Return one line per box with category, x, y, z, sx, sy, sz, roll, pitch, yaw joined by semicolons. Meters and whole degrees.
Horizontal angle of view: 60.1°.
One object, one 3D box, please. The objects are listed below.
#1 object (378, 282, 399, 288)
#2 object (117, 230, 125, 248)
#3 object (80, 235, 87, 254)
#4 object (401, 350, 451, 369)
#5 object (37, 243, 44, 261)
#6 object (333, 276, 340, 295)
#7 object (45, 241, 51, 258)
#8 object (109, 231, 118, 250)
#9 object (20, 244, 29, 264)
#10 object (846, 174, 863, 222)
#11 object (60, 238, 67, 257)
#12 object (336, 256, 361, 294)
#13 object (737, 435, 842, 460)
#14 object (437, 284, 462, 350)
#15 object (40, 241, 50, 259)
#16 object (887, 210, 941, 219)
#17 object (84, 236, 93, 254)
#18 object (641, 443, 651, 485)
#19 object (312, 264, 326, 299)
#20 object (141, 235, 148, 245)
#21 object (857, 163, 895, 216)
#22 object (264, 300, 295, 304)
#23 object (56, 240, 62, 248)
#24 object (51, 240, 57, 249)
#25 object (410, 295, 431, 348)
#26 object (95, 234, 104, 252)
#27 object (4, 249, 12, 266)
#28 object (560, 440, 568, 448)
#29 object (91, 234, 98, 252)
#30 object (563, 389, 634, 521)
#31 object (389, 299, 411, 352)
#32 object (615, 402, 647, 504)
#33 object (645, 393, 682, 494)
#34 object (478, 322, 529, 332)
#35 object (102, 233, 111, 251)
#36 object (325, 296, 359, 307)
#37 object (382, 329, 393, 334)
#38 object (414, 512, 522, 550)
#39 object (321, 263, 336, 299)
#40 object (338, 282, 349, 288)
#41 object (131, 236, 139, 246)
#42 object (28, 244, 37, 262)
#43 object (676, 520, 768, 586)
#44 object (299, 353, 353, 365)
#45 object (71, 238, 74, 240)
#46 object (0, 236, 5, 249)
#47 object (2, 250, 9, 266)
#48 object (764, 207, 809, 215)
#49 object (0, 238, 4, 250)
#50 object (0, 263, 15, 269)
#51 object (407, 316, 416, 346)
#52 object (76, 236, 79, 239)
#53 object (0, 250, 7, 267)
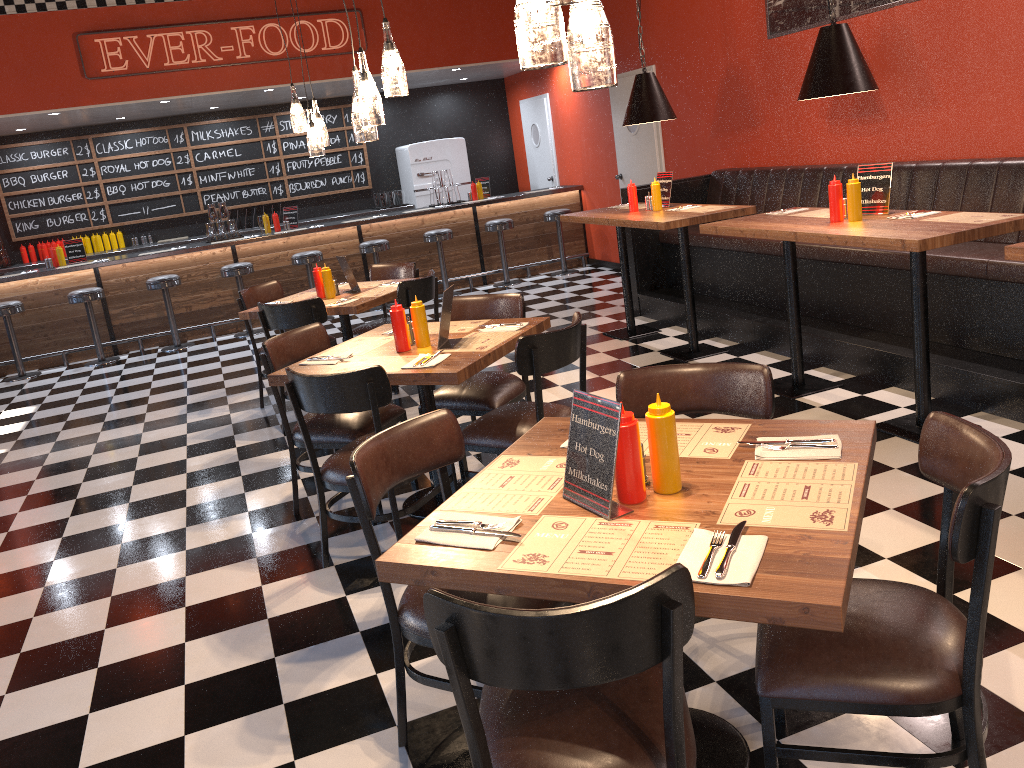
object;-0.833;-0.695;6.164;0.255;0.019;0.159;-2;16;21
object;-5.009;-1.858;11.336;0.068;0.235;0.068;-12;13;-15
object;-5.431;-1.763;11.206;0.068;0.235;0.068;-12;13;-15
object;-0.355;-0.108;3.747;0.157;0.019;0.258;-3;16;19
object;-5.881;-1.662;11.066;0.068;0.235;0.068;-12;13;-15
object;-1.220;-0.676;6.070;0.047;0.135;0.094;-15;15;-27
object;-5.790;-1.682;11.092;0.068;0.235;0.068;-12;13;-15
object;-5.088;-1.839;11.309;0.068;0.235;0.068;-12;13;-16
object;-6.040;-1.612;10.965;0.068;0.235;0.068;-19;17;-40
object;1.723;-0.940;4.459;0.068;0.235;0.068;-10;13;-9
object;-5.607;-1.711;11.103;0.068;0.235;0.068;-12;13;-15
object;-1.121;-0.755;6.076;0.072;0.254;0.189;-15;15;-27
object;0.696;0.155;2.233;0.255;0.019;0.159;-3;16;20
object;-0.296;-0.303;3.980;0.072;0.254;0.190;-5;14;12
object;-5.804;-1.656;11.003;0.068;0.235;0.068;-19;17;-40
object;1.964;-0.834;4.364;0.256;0.019;0.158;-14;16;-21
object;-5.358;-1.770;11.193;0.068;0.235;0.068;-13;14;-19
object;0.287;0.176;2.144;0.047;0.135;0.094;-15;15;-27
object;-1.306;-0.701;6.008;0.068;0.235;0.068;-2;14;24
object;-4.748;-1.867;11.434;0.046;0.135;0.094;-2;15;26
object;1.872;-1.007;4.592;0.073;0.254;0.189;-18;17;-37
object;-1.584;-0.548;6.010;0.255;0.019;0.159;1;17;30
object;-5.687;-1.712;11.149;0.068;0.235;0.068;-12;13;-16
object;-5.704;-1.683;11.053;0.068;0.235;0.068;-12;13;-15
object;-0.418;-0.285;4.012;0.068;0.235;0.068;-11;13;-12
object;-5.228;-1.795;11.219;0.068;0.235;0.068;-19;17;-40
object;-6.222;-1.551;10.883;0.106;0.207;0.106;-17;16;-32
object;0.235;0.147;2.502;0.157;0.019;0.257;0;17;28
object;-5.299;-1.796;11.261;0.068;0.235;0.068;-19;17;-40
object;0.182;0.158;2.032;0.072;0.254;0.189;-15;15;-27
object;-0.506;-0.265;3.985;0.068;0.235;0.068;-11;13;-12
object;0.264;0.154;2.038;0.068;0.235;0.068;-11;13;-12
object;0.352;0.135;2.064;0.068;0.235;0.068;-11;13;-12
object;-0.059;-0.272;4.199;0.255;0.019;0.159;0;17;27
object;-5.165;-1.819;11.275;0.068;0.235;0.068;-13;14;-20
object;-1.084;-0.534;5.698;0.157;0.019;0.258;0;17;27
object;-0.555;-0.280;4.488;0.157;0.019;0.257;0;17;28
object;-0.080;0.326;2.002;0.255;0.019;0.159;0;17;29
object;-1.237;-0.694;5.946;0.068;0.235;0.068;-9;13;-3
object;-1.293;-0.717;6.482;0.157;0.019;0.257;0;17;29
object;-4.851;-1.841;11.393;0.093;0.135;0.047;-4;14;16
object;-5.957;-1.633;10.998;0.068;0.235;0.068;-8;13;-1
object;0.414;0.326;1.748;0.157;0.019;0.258;-1;17;26
object;-0.827;-0.116;4.023;0.255;0.019;0.159;-1;17;25
object;-5.508;-1.741;11.164;0.068;0.235;0.068;-19;17;-40
object;-6.248;-1.734;10.776;0.106;0.207;0.106;-17;16;-32
object;-6.194;-1.525;10.773;0.106;0.207;0.106;-17;16;-32
object;1.615;-1.026;5.253;0.256;0.019;0.158;-14;16;-21
object;-6.200;-1.712;10.671;0.106;0.207;0.106;-17;16;-32
object;-6.219;-1.417;10.757;0.273;0.018;0.440;-13;16;-17
object;-0.472;-0.249;4.106;0.047;0.135;0.094;0;16;31
object;-5.435;-1.736;11.107;0.068;0.235;0.068;-19;17;-40
object;-6.154;-1.501;10.663;0.106;0.207;0.106;-17;16;-32
